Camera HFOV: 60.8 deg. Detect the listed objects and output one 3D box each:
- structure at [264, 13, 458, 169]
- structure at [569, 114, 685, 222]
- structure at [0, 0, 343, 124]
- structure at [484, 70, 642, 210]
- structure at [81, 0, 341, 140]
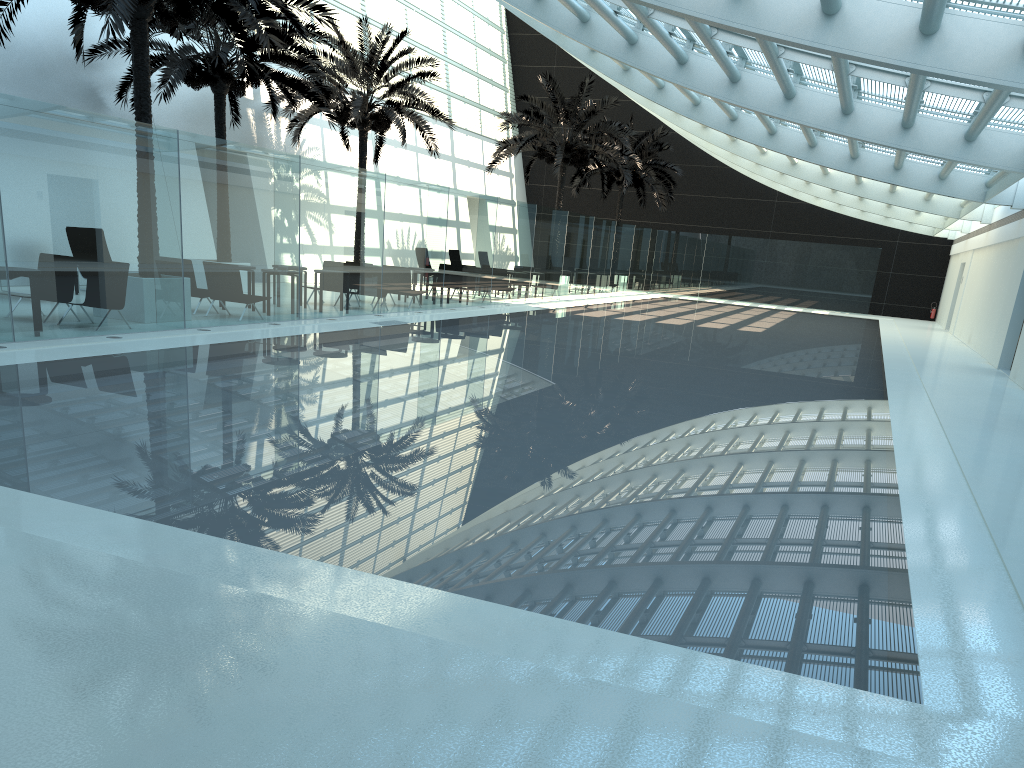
[{"bbox_3d":[-4.190,-6.199,23.925,4.598,7.205,4.122,-6,19,-34],"label":"structure"},{"bbox_3d":[4.726,-7.538,36.737,4.460,7.335,4.585,5,16,-1],"label":"structure"},{"bbox_3d":[-5.418,-4.489,12.337,4.694,7.336,4.358,17,20,37],"label":"structure"},{"bbox_3d":[1.680,-6.631,29.461,4.792,7.336,4.266,9,16,13],"label":"structure"},{"bbox_3d":[-6.229,-5.469,18.501,4.644,7.142,4.078,5,16,-1],"label":"structure"}]
